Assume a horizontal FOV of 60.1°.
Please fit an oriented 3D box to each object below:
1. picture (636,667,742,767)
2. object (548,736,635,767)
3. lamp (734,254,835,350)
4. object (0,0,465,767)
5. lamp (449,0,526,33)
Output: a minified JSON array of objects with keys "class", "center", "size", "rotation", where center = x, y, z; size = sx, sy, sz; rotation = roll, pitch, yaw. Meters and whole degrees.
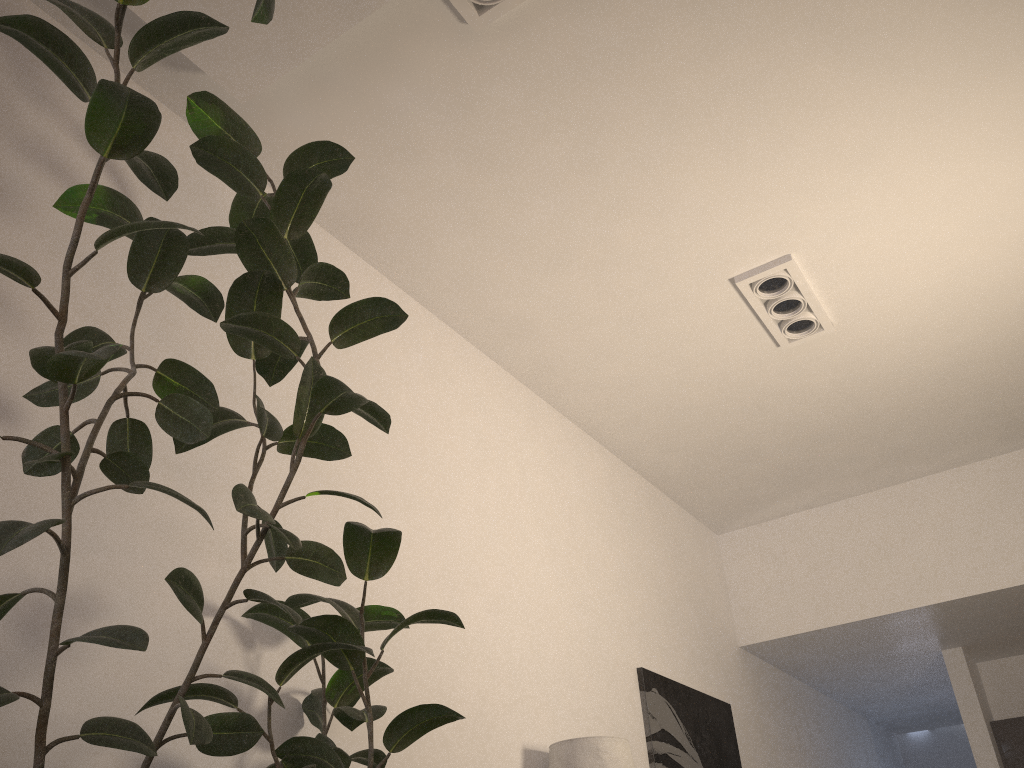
[{"class":"picture","center":[1.056,2.567,4.500],"size":[0.033,1.980,1.253],"rotation":[-21,-35,26]},{"class":"object","center":[0.320,1.664,3.347],"size":[0.389,0.568,0.399],"rotation":[-4,-31,0]},{"class":"lamp","center":[1.251,-0.371,4.044],"size":[0.255,0.064,0.655],"rotation":[-22,-36,26]},{"class":"object","center":[-0.605,0.556,1.711],"size":[0.909,3.124,2.058],"rotation":[-9,-31,8]},{"class":"lamp","center":[0.085,-1.264,2.480],"size":[0.650,0.064,0.257],"rotation":[-22,-36,27]}]
